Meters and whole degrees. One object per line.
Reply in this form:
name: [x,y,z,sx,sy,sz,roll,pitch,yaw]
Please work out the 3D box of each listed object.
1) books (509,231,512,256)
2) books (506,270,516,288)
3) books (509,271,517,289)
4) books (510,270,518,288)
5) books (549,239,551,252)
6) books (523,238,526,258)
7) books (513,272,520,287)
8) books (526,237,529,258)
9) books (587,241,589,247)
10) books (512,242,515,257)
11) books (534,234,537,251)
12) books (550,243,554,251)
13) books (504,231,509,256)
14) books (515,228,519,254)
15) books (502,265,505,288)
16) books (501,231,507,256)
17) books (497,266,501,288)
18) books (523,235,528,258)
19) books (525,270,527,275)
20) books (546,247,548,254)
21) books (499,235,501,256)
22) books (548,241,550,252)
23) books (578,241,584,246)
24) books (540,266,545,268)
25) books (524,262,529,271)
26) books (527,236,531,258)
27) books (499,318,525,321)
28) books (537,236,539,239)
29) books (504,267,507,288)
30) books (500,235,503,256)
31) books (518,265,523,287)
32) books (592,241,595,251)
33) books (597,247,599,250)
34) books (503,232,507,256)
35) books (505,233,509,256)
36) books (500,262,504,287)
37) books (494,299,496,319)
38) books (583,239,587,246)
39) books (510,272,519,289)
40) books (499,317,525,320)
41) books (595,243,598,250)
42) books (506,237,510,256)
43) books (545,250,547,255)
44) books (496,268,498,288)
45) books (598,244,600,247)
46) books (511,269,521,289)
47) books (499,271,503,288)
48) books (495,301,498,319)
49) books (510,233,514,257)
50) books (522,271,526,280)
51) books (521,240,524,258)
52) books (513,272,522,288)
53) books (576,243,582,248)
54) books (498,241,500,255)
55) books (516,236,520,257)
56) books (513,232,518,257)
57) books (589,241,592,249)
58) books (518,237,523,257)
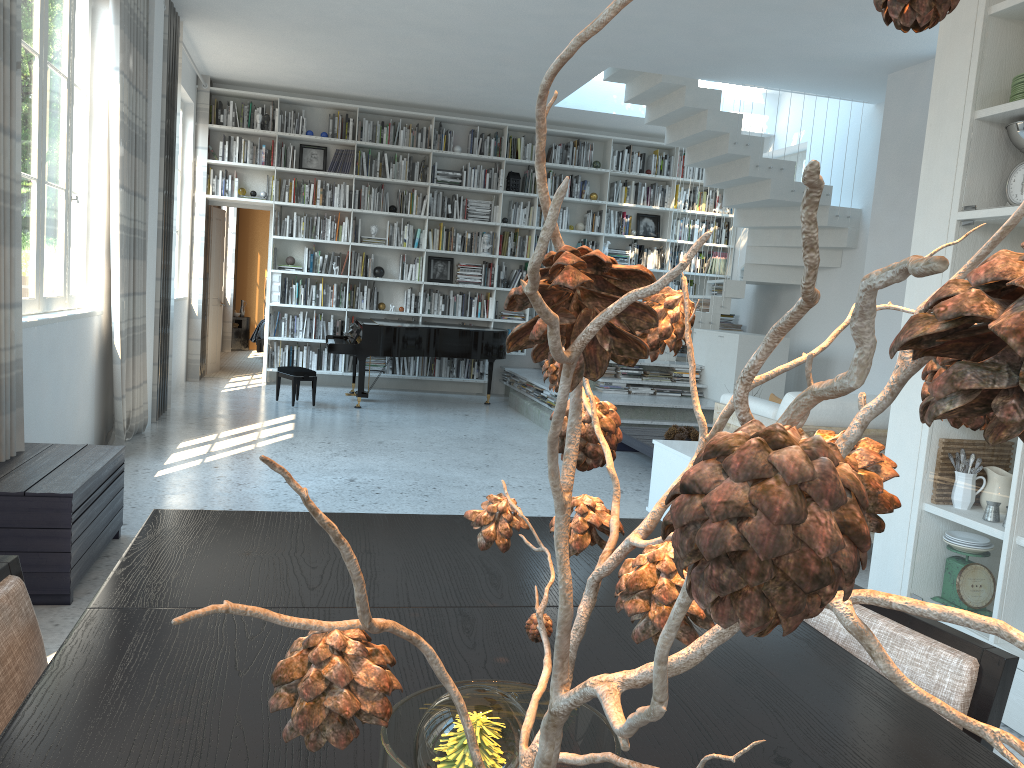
books: [-0.034,-1.643,10.440,0.019,0.294,0.163,3,7,-13]
books: [-0.022,-1.240,10.487,0.095,0.228,0.189,3,6,-13]
books: [-0.007,-1.231,10.496,0.089,0.210,0.175,3,6,-13]
books: [0.005,-1.240,10.519,0.095,0.226,0.144,3,6,-13]
books: [0.435,-1.599,10.569,0.007,0.254,0.160,3,6,-13]
books: [0.126,-1.608,10.493,0.028,0.240,0.145,3,6,-13]
books: [0.033,-1.233,10.529,0.090,0.215,0.139,3,6,-13]
books: [0.165,-1.611,10.511,0.019,0.248,0.148,3,7,-13]
books: [0.884,-1.578,10.659,0.018,0.263,0.164,3,6,-13]
books: [0.000,-1.587,10.482,0.030,0.181,0.131,3,6,-13]
books: [0.264,-1.623,10.509,0.035,0.288,0.191,3,6,-13]
books: [0.469,-1.571,10.552,0.051,0.210,0.176,3,6,-13]
books: [-0.081,-1.644,10.426,0.035,0.294,0.144,3,7,-13]
books: [0.042,-1.661,10.460,0.021,0.338,0.169,3,7,-13]
books: [-0.113,-1.269,10.489,0.012,0.266,0.157,3,7,-13]
books: [-0.107,-1.646,10.425,0.035,0.294,0.144,3,7,-13]
books: [-0.172,-1.265,10.472,0.028,0.253,0.142,3,7,-13]
books: [0.151,-1.619,10.492,0.032,0.267,0.142,3,7,-13]
books: [0.145,-1.234,10.538,0.021,0.227,0.148,3,6,-13]
books: [0.403,-1.607,10.546,0.006,0.270,0.178,3,6,-13]
books: [-0.156,-1.627,10.432,0.014,0.244,0.145,3,7,-13]
books: [0.417,-1.616,10.554,0.013,0.288,0.158,3,7,-13]
books: [0.819,-1.582,10.648,0.021,0.265,0.174,3,6,-13]
books: [0.357,-1.257,10.575,0.014,0.297,0.175,3,7,-13]
books: [0.166,-1.281,10.534,0.014,0.325,0.182,3,7,-13]
books: [0.186,-1.620,10.512,0.033,0.269,0.141,3,7,-13]
books: [-0.004,-0.765,10.514,0.285,0.012,0.159,3,6,-10]
books: [0.310,-1.615,10.504,0.013,0.279,0.191,3,6,-13]
books: [-0.091,-1.259,10.496,0.035,0.249,0.140,3,7,-13]
books: [-0.144,-1.629,10.446,0.013,0.247,0.176,3,6,-13]
books: [0.100,-1.267,10.533,0.013,0.286,0.138,3,7,-13]
books: [0.957,-1.577,10.662,0.012,0.274,0.183,3,6,-13]
books: [1.004,-1.546,10.697,0.023,0.212,0.164,3,6,-13]
books: [-0.097,-1.647,10.438,0.035,0.294,0.144,3,7,-13]
books: [-0.072,-1.646,10.444,0.035,0.294,0.144,3,7,-13]
books: [-0.122,-1.289,10.475,0.013,0.307,0.141,3,7,-13]
books: [-0.226,-0.892,10.513,0.027,0.229,0.141,3,6,-13]
books: [0.861,-1.596,10.665,0.013,0.296,0.153,3,7,-13]
books: [0.016,-1.232,10.518,0.090,0.212,0.143,3,6,-13]
books: [-0.004,-0.778,10.518,0.285,0.012,0.159,4,6,-8]
books: [0.992,-1.566,10.675,0.011,0.253,0.169,3,6,-13]
books: [-0.053,-1.613,10.443,0.015,0.232,0.179,3,6,-13]
books: [0.389,-1.596,10.554,0.017,0.243,0.132,3,7,-13]
books: [-0.197,-1.272,10.469,0.024,0.264,0.153,3,7,-13]
books: [1.023,-1.561,10.689,0.010,0.246,0.158,3,6,-13]
books: [0.032,-1.245,10.518,0.094,0.239,0.149,3,6,-13]
books: [-0.143,-1.231,10.462,0.027,0.192,0.182,3,6,-13]
books: [-0.199,-0.882,10.523,0.030,0.210,0.136,3,6,-13]
books: [-0.020,-1.636,10.468,0.035,0.278,0.139,3,7,-13]
books: [0.123,-1.232,10.522,0.029,0.223,0.170,3,6,-13]
books: [0.104,-1.590,10.470,0.034,0.204,0.181,3,6,-13]
books: [0.048,-1.226,10.523,0.091,0.205,0.169,3,6,-13]
books: [0.781,-1.572,10.647,0.056,0.241,0.153,3,6,-13]
books: [-0.172,-1.633,10.428,0.015,0.255,0.150,3,7,-13]
books: [0.056,-1.618,10.472,0.033,0.253,0.174,3,6,-13]
books: [0.032,-1.637,10.442,0.019,0.293,0.182,3,6,-13]
books: [0.931,-1.582,10.678,0.032,0.275,0.154,3,7,-13]
books: [0.083,-1.609,10.455,0.027,0.242,0.188,3,6,-13]
